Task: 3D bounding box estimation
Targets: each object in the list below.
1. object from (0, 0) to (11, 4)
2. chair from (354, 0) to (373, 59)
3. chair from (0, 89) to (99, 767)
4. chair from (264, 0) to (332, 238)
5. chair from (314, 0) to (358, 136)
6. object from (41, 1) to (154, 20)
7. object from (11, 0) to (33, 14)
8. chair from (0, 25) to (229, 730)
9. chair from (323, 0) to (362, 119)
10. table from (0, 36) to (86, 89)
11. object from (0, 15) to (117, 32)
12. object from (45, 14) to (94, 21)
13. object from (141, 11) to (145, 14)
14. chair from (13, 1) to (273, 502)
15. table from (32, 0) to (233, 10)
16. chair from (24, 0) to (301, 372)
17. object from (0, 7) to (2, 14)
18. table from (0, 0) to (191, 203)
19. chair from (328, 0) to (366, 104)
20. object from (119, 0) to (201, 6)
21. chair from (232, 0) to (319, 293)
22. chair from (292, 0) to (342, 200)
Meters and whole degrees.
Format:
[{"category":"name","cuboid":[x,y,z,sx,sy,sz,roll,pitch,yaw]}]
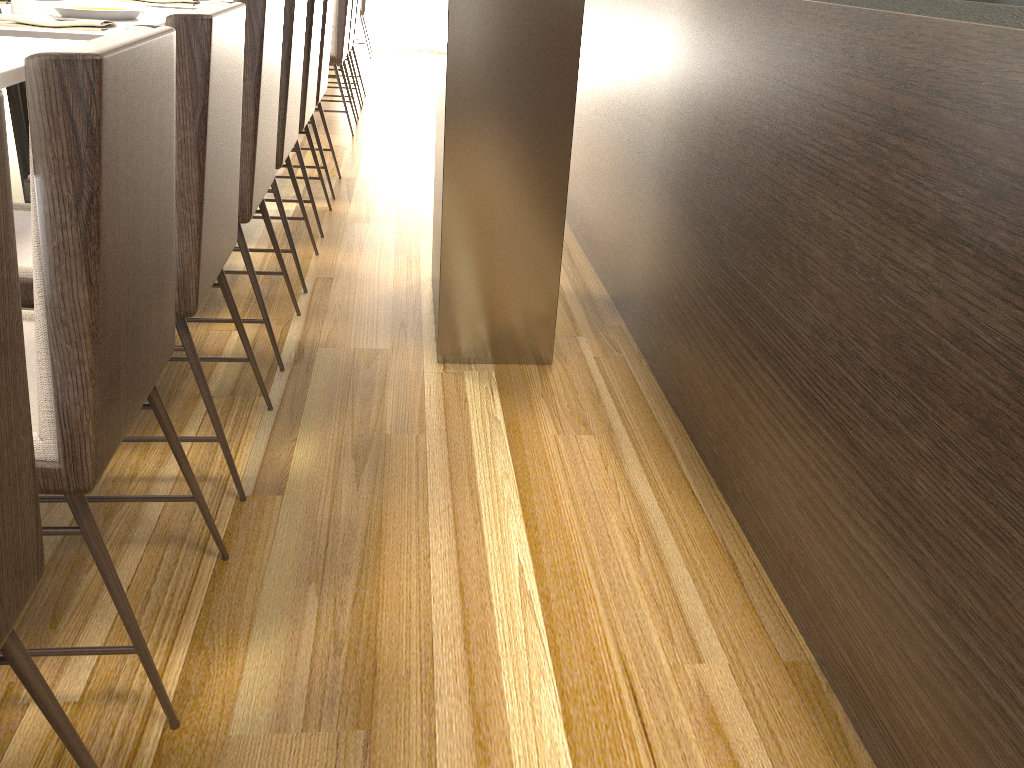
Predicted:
[{"category":"object","cuboid":[-1.844,-1.317,3.024,0.273,0.032,0.145,1,26,-7]},{"category":"chair","cuboid":[-1.642,-3.663,8.588,0.565,0.892,0.418,1,25,-7]},{"category":"chair","cuboid":[-0.683,0.242,0.696,0.565,0.892,0.418,1,25,-7]},{"category":"chair","cuboid":[-0.981,-1.046,3.301,0.565,0.892,0.418,1,25,-7]},{"category":"chair","cuboid":[-1.186,-1.927,5.083,0.565,0.892,0.418,1,25,-7]},{"category":"object","cuboid":[-1.292,-1.164,2.773,0.322,0.035,0.326,-10,29,-26]},{"category":"object","cuboid":[-1.509,-1.193,2.712,0.059,0.108,0.060,-3,26,-15]},{"category":"chair","cuboid":[-0.741,-0.009,1.204,0.565,0.892,0.418,1,25,-7]},{"category":"chair","cuboid":[-1.244,-2.178,5.591,0.565,0.892,0.418,1,25,-7]},{"category":"table","cuboid":[-1.459,-0.290,1.842,0.936,0.748,1.027,1,26,-7]},{"category":"object","cuboid":[-1.257,-0.997,2.449,0.273,0.032,0.145,1,26,-7]},{"category":"object","cuboid":[-1.279,-1.076,2.609,0.181,0.015,0.039,1,26,-6]},{"category":"object","cuboid":[-1.316,-1.235,2.937,0.185,0.010,0.018,1,26,-7]},{"category":"chair","cuboid":[-0.800,-0.262,1.715,0.565,0.892,0.418,1,25,-7]},{"category":"table","cuboid":[-1.697,-1.315,3.917,0.936,0.748,1.027,1,26,-7]},{"category":"chair","cuboid":[-0.861,-0.527,2.251,0.565,0.892,0.418,1,25,-7]},{"category":"object","cuboid":[-1.574,-1.173,2.662,0.059,0.108,0.060,-3,26,-15]},{"category":"table","cuboid":[-1.581,-0.814,2.903,0.936,0.748,1.027,1,26,-7]},{"category":"chair","cuboid":[-1.304,-2.437,6.115,0.565,0.892,0.418,1,25,-7]},{"category":"object","cuboid":[-1.373,-1.498,3.463,0.273,0.032,0.145,1,26,-7]},{"category":"chair","cuboid":[-0.920,-0.782,2.767,0.565,0.892,0.418,1,25,-7]},{"category":"chair","cuboid":[-1.039,-1.296,3.806,0.565,0.892,0.418,1,25,-7]}]
